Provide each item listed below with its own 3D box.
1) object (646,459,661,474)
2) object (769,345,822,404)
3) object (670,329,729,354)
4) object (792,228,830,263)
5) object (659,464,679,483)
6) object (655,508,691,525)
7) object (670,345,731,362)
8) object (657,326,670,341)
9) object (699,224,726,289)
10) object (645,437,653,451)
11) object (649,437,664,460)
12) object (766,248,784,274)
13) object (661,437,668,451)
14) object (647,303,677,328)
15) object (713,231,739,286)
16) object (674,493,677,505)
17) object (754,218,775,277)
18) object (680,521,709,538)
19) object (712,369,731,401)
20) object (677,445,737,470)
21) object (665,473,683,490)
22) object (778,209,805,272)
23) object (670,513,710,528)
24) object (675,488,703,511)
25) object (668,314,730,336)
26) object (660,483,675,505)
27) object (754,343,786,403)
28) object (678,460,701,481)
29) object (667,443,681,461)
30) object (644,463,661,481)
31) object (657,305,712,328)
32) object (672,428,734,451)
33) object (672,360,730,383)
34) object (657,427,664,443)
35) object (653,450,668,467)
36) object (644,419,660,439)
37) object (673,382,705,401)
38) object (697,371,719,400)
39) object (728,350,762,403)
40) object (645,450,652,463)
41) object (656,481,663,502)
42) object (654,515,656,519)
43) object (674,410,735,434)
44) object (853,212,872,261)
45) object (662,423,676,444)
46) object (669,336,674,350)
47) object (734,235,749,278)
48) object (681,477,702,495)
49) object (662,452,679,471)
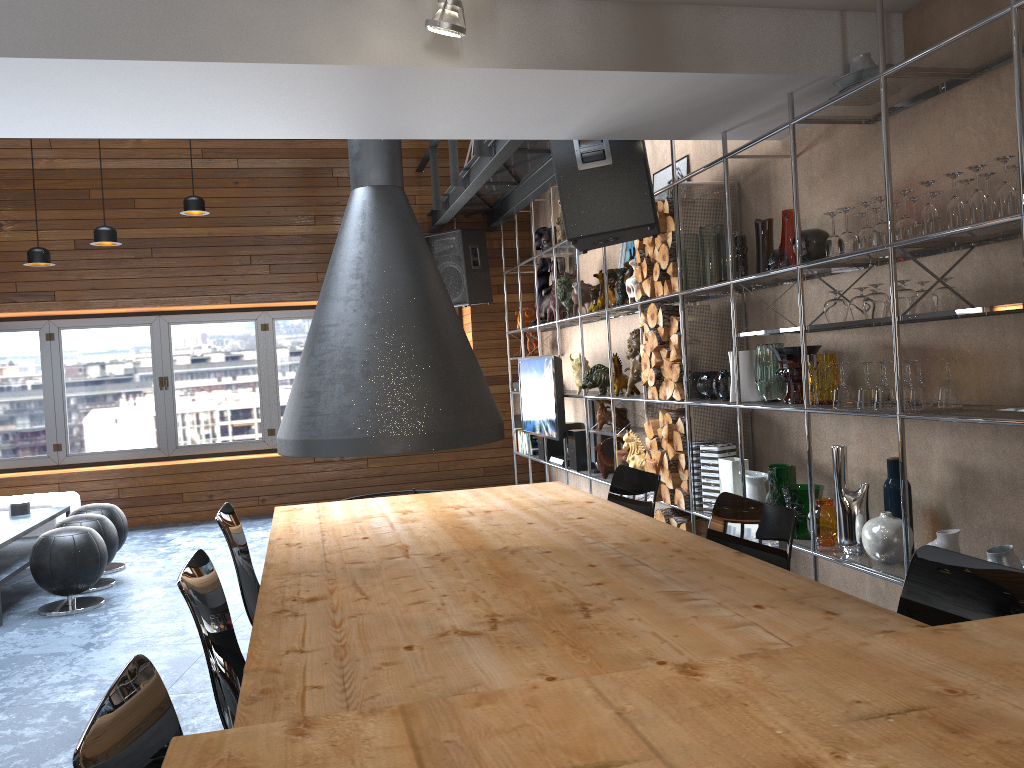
[{"bbox_3d":[0.959,0.467,5.067,0.374,0.131,0.115,-4,1,-18],"label":"object"},{"bbox_3d":[1.225,-0.039,3.812,0.218,0.244,0.216,-4,1,-23],"label":"object"},{"bbox_3d":[1.001,-0.227,4.724,0.308,0.120,0.097,-4,1,-18],"label":"object"},{"bbox_3d":[1.223,-0.556,3.615,0.149,0.149,0.148,-3,1,30],"label":"object"},{"bbox_3d":[0.975,0.483,4.951,0.288,0.118,0.147,-4,1,-17],"label":"object"},{"bbox_3d":[0.978,0.746,4.957,0.321,0.128,0.164,-4,1,-14],"label":"object"},{"bbox_3d":[1.012,-0.161,4.725,0.331,0.110,0.107,-4,1,-16],"label":"object"},{"bbox_3d":[0.956,-0.286,4.864,0.303,0.090,0.098,-4,1,-15],"label":"object"},{"bbox_3d":[1.018,-0.643,4.497,0.122,0.313,0.122,-3,1,7],"label":"object"},{"bbox_3d":[0.936,0.351,5.170,0.308,0.120,0.097,-4,1,-18],"label":"object"},{"bbox_3d":[0.940,0.349,5.068,0.290,0.153,0.112,-4,1,-17],"label":"object"},{"bbox_3d":[1.165,-0.537,3.883,0.108,0.109,0.109,-3,1,12],"label":"object"},{"bbox_3d":[1.009,0.315,4.936,0.321,0.128,0.164,-4,1,-14],"label":"object"},{"bbox_3d":[0.919,-0.382,4.939,0.312,0.150,0.140,-4,1,-17],"label":"object"},{"bbox_3d":[1.054,-0.612,4.341,0.113,0.253,0.112,-4,1,-13],"label":"object"},{"bbox_3d":[1.039,0.609,4.837,0.303,0.095,0.087,-4,1,-14],"label":"object"},{"bbox_3d":[1.136,-0.617,3.984,0.092,0.268,0.092,-3,1,9],"label":"object"},{"bbox_3d":[1.059,0.769,4.735,0.331,0.105,0.105,-4,1,-17],"label":"object"},{"bbox_3d":[1.071,0.005,4.402,0.151,0.154,0.151,-4,1,-10],"label":"object"},{"bbox_3d":[1.043,0.388,4.732,0.310,0.121,0.111,-4,1,-14],"label":"object"},{"bbox_3d":[1.011,0.520,4.870,0.330,0.098,0.103,-4,1,-16],"label":"object"},{"bbox_3d":[1.189,-0.609,3.759,0.127,0.255,0.126,-3,1,30],"label":"object"},{"bbox_3d":[1.024,0.767,4.859,0.309,0.131,0.099,-4,1,-17],"label":"object"},{"bbox_3d":[1.031,0.600,4.744,0.287,0.112,0.126,-4,1,-14],"label":"object"},{"bbox_3d":[1.003,-0.314,4.761,0.299,0.119,0.151,-4,1,-11],"label":"object"},{"bbox_3d":[0.990,0.596,4.939,0.299,0.114,0.135,-4,1,-16],"label":"object"},{"bbox_3d":[1.168,-0.049,4.000,0.144,0.264,0.142,-3,1,17],"label":"object"},{"bbox_3d":[1.055,0.450,4.788,0.286,0.143,0.143,-4,1,-14],"label":"object"},{"bbox_3d":[1.022,0.359,4.817,0.329,0.107,0.128,-4,1,-13],"label":"object"},{"bbox_3d":[0.941,0.498,5.166,0.321,0.109,0.110,-4,1,-13],"label":"object"},{"bbox_3d":[0.938,-0.368,4.842,0.289,0.121,0.107,-4,1,-13],"label":"object"},{"bbox_3d":[1.018,0.290,4.741,0.299,0.114,0.135,-4,1,-16],"label":"object"},{"bbox_3d":[1.019,-0.067,4.711,0.321,0.109,0.110,-4,1,-13],"label":"object"},{"bbox_3d":[0.978,0.280,5.006,0.303,0.090,0.098,-4,1,-15],"label":"object"},{"bbox_3d":[0.963,0.405,4.976,0.330,0.098,0.107,-4,1,-17],"label":"object"},{"bbox_3d":[0.928,0.253,5.108,0.299,0.119,0.151,-4,1,-11],"label":"object"},{"bbox_3d":[1.024,0.028,4.721,0.330,0.105,0.107,-4,1,-16],"label":"object"},{"bbox_3d":[1.031,0.008,4.573,0.150,0.146,0.148,-4,1,-34],"label":"object"},{"bbox_3d":[1.125,-0.039,4.223,0.175,0.241,0.165,-3,1,22],"label":"object"},{"bbox_3d":[0.937,0.405,5.149,0.331,0.110,0.107,-4,1,-16],"label":"object"},{"bbox_3d":[0.966,0.590,5.062,0.362,0.131,0.154,-4,1,-13],"label":"object"},{"bbox_3d":[0.953,0.815,5.163,0.310,0.121,0.111,-4,1,-14],"label":"object"},{"bbox_3d":[1.027,0.200,4.745,0.308,0.107,0.121,-4,1,-17],"label":"object"},{"bbox_3d":[1.389,-0.580,3.506,0.070,0.184,0.071,-4,1,-38],"label":"object"},{"bbox_3d":[0.998,0.259,4.840,0.362,0.115,0.098,-4,1,-14],"label":"object"},{"bbox_3d":[1.003,-0.219,4.804,0.290,0.153,0.112,-4,1,-17],"label":"object"},{"bbox_3d":[1.082,-0.591,4.176,0.058,0.215,0.077,-3,1,13],"label":"object"},{"bbox_3d":[1.056,0.531,4.728,0.303,0.088,0.095,-4,1,-15],"label":"object"},{"bbox_3d":[0.998,0.417,4.901,0.331,0.110,0.101,-4,1,-12],"label":"object"}]
